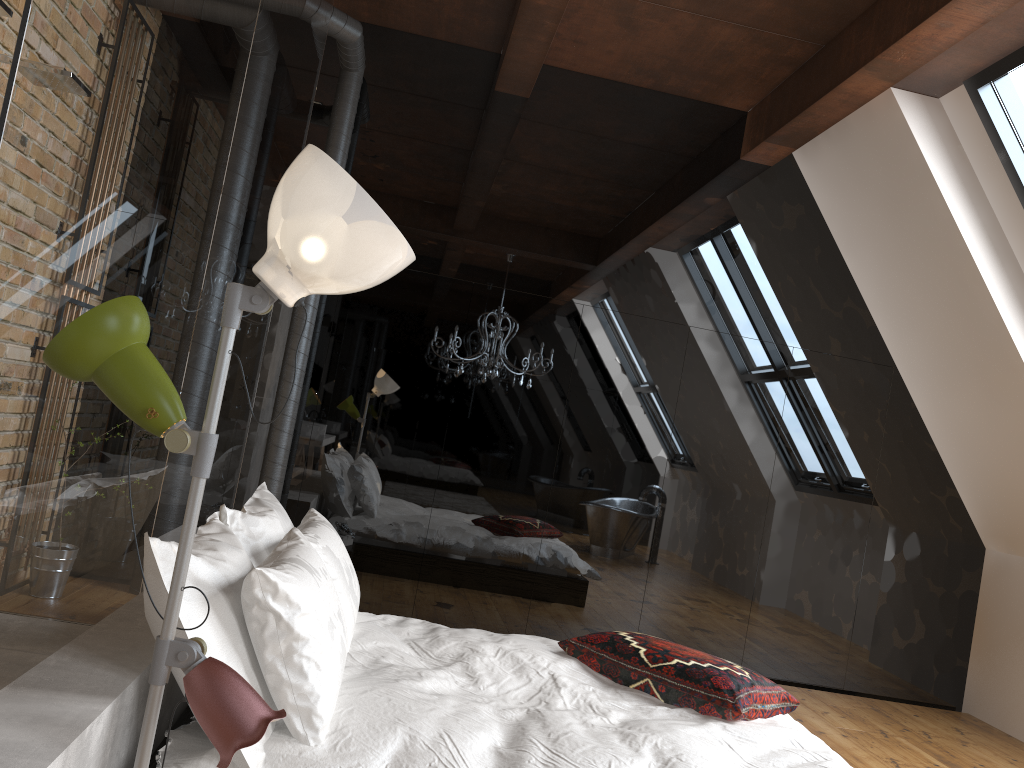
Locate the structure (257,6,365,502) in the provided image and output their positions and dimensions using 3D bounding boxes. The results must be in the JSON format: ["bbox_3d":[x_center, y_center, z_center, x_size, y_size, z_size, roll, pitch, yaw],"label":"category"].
[{"bbox_3d":[-1.619,-0.443,4.499,1.189,3.140,0.829,11,-3,-7],"label":"structure"}]

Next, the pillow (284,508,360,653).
[{"bbox_3d":[-0.664,0.679,3.094,0.291,0.385,0.748,11,-3,-7],"label":"pillow"}]

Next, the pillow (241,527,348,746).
[{"bbox_3d":[-0.556,0.628,2.309,0.276,0.397,0.744,11,-3,-7],"label":"pillow"}]

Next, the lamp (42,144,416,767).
[{"bbox_3d":[-0.553,0.360,1.455,0.561,1.582,0.270,11,-3,-10],"label":"lamp"}]

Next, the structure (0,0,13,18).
[{"bbox_3d":[-1.609,-1.113,2.378,0.453,0.079,0.192,11,-3,-7],"label":"structure"}]

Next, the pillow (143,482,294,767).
[{"bbox_3d":[-0.773,0.619,2.692,0.358,0.517,1.746,11,-3,-8],"label":"pillow"}]

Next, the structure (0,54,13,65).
[{"bbox_3d":[-1.690,-1.091,2.997,0.453,0.079,0.192,11,-3,-7],"label":"structure"}]

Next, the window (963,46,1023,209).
[{"bbox_3d":[2.892,-0.349,3.383,1.702,2.162,1.713,11,-3,-7],"label":"window"}]

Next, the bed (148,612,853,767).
[{"bbox_3d":[0.073,1.142,2.940,2.169,0.442,2.300,11,-3,-7],"label":"bed"}]

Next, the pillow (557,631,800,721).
[{"bbox_3d":[0.587,1.015,3.145,0.748,0.157,0.453,7,-5,43],"label":"pillow"}]

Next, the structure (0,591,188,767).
[{"bbox_3d":[-1.065,0.893,2.673,0.206,0.494,2.820,11,-3,-7],"label":"structure"}]
